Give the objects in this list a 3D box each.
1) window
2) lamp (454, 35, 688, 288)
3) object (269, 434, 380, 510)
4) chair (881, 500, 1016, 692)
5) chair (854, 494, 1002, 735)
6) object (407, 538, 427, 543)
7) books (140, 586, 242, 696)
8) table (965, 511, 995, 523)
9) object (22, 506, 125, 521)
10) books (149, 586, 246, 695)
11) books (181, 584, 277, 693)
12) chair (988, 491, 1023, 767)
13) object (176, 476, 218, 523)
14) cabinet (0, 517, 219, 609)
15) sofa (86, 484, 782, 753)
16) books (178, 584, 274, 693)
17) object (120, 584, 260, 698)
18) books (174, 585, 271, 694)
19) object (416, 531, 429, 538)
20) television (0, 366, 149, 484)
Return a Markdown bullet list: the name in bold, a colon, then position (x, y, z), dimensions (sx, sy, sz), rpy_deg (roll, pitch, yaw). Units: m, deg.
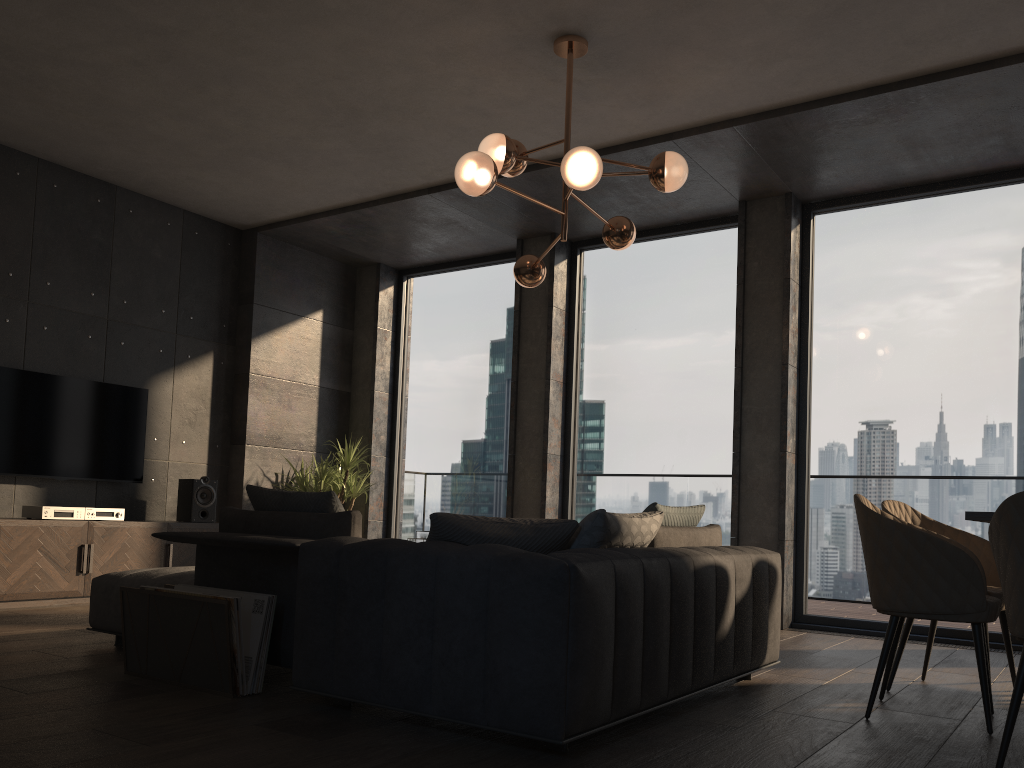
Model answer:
- **window**: position (1.878, 0.215, 6.359), dimensions (7.272, 2.981, 0.200), rpy_deg (-3, -6, 34)
- **lamp**: position (0.374, -1.167, 4.447), dimensions (1.014, 1.031, 1.477), rpy_deg (1, -7, 10)
- **object**: position (-1.654, 1.098, 7.689), dimensions (0.954, 1.352, 1.029), rpy_deg (5, -6, -24)
- **chair**: position (1.915, 0.931, 3.874), dimensions (0.511, 0.831, 0.558), rpy_deg (-2, -7, 43)
- **chair**: position (1.576, 0.842, 3.367), dimensions (0.510, 0.831, 0.559), rpy_deg (0, -6, 29)
- **object**: position (-0.519, 1.027, 5.230), dimensions (0.150, 0.219, 0.149), rpy_deg (-1, -6, 34)
- **books**: position (-1.223, 0.962, 3.342), dimensions (0.568, 0.353, 0.065), rpy_deg (-3, -6, 34)
- **table**: position (2.228, 0.894, 3.321), dimensions (0.769, 0.764, 1.478), rpy_deg (-2, -8, 34)
- **object**: position (-2.966, 0.880, 5.992), dimensions (0.270, 0.087, 0.577), rpy_deg (-3, -10, 34)
- **books**: position (-1.209, 0.963, 3.348), dimensions (0.568, 0.353, 0.065), rpy_deg (-3, -6, 34)
- **books**: position (-1.141, 0.980, 3.441), dimensions (0.568, 0.353, 0.063), rpy_deg (-3, -6, 34)
- **chair**: position (1.694, 0.729, 2.579), dimensions (0.556, 0.831, 0.513), rpy_deg (-2, -6, 38)
- **object**: position (-2.417, 0.885, 6.782), dimensions (0.249, 0.352, 0.199), rpy_deg (-3, -7, 44)
- **cabinet**: position (-3.036, 1.200, 6.013), dimensions (0.541, 0.547, 2.427), rpy_deg (-2, -9, 34)
- **sofa**: position (-0.483, 0.891, 4.065), dimensions (2.913, 0.778, 2.039), rpy_deg (-3, -10, 34)
- **books**: position (-1.152, 0.978, 3.430), dimensions (0.568, 0.352, 0.068), rpy_deg (-3, -6, 34)
- **object**: position (-1.242, 0.984, 3.430), dimensions (0.668, 0.349, 0.217), rpy_deg (-3, -7, 34)
- **books**: position (-1.164, 0.976, 3.415), dimensions (0.568, 0.351, 0.079), rpy_deg (-3, -6, 34)
- **object**: position (-0.457, 1.041, 5.440), dimensions (0.197, 0.259, 0.201), rpy_deg (-1, -6, 34)
- **television**: position (-3.167, 0.315, 6.221), dimensions (0.057, 0.731, 1.275), rpy_deg (0, -7, 34)
